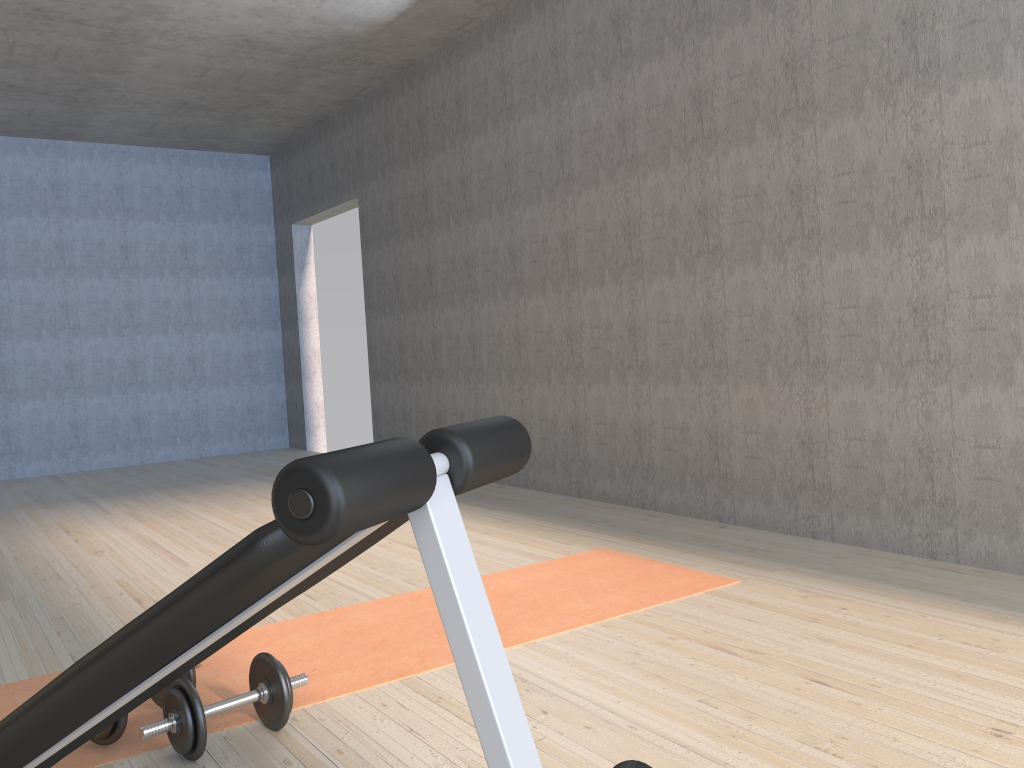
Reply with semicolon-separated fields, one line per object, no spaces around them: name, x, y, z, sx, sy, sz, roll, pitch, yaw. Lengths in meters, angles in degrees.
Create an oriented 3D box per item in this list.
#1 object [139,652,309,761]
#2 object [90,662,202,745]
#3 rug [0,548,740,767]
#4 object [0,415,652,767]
object;-0.627;0.710;1.965;0.385;0.176;0.176;-6;3;-42
object;-0.876;0.711;2.060;0.176;0.176;0.385;-2;3;28
rug;-0.576;0.767;2.527;2.779;0.002;0.716;-5;3;-34
object;-0.470;0.442;1.204;1.312;0.746;0.505;-2;3;25
